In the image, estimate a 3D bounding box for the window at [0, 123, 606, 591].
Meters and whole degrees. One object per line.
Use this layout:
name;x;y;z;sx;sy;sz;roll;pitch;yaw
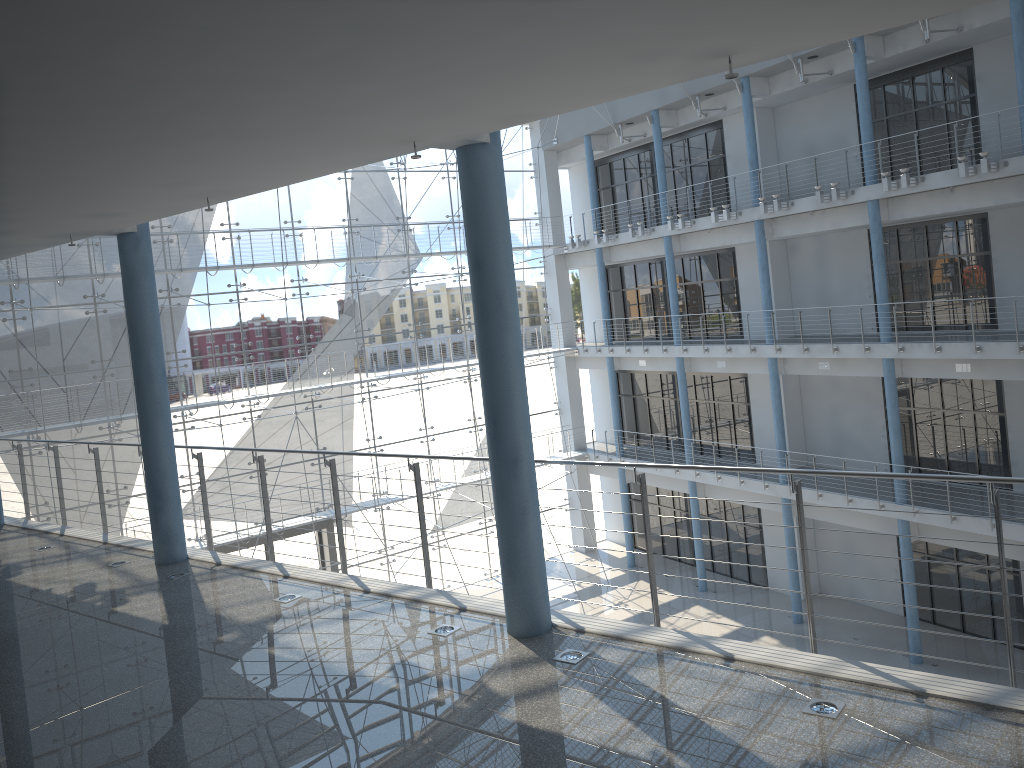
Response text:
window;-1.145;-0.290;3.544;3.866;2.767;0.010;-9;3;-35
